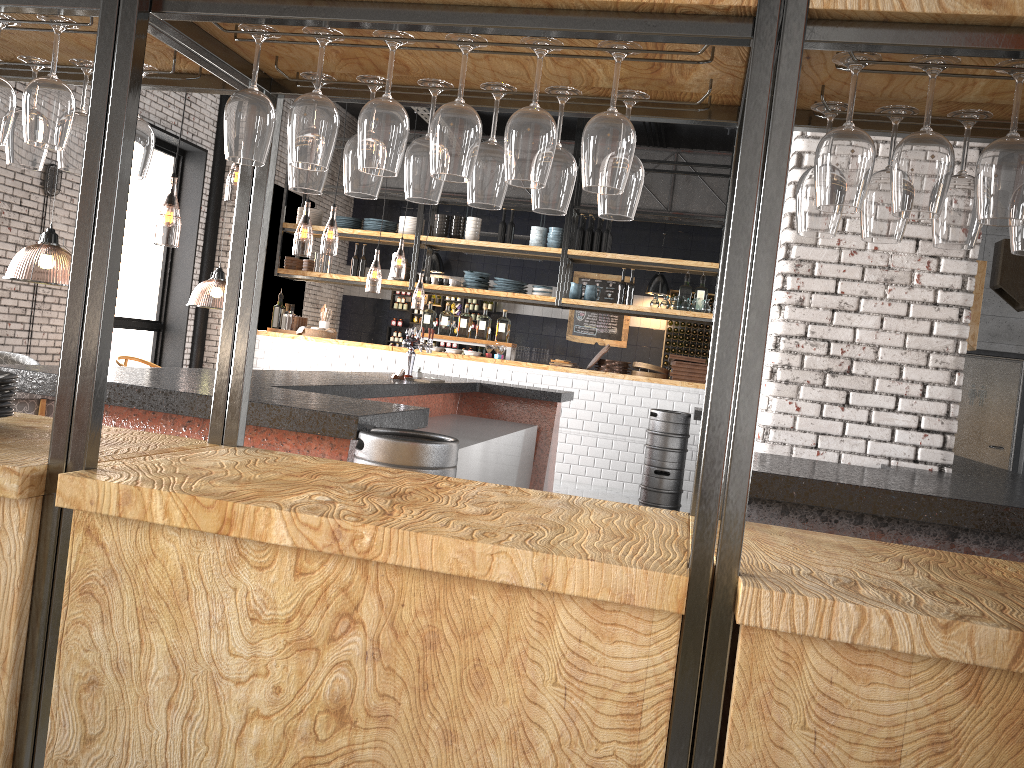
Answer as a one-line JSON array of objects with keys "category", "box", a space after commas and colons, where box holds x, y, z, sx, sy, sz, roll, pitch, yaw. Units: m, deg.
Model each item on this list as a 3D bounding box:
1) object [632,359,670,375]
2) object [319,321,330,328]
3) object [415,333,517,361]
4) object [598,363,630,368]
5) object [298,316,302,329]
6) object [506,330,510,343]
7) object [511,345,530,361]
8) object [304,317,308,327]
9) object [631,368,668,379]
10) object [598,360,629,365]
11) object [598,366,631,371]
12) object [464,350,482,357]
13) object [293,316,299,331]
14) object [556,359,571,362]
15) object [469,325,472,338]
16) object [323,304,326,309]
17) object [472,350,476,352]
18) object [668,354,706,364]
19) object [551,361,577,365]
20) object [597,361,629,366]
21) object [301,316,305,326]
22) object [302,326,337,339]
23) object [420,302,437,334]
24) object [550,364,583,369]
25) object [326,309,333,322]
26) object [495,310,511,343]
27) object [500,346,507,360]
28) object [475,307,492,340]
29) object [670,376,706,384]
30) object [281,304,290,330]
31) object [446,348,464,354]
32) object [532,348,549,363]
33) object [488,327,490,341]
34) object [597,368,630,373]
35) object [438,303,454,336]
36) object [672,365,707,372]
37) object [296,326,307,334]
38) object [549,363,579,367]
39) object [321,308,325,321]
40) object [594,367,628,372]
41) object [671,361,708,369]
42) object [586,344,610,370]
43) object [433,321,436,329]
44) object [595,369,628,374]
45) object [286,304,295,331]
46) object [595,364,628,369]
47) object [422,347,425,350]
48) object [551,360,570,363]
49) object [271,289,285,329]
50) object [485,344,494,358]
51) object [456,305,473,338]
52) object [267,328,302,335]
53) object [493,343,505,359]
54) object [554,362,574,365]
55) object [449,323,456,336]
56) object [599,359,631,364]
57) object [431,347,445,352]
[{"category": "object", "box": [1.646, -0.195, 10.514, 0.439, 0.154, 0.437, 6, 2, -32]}, {"category": "object", "box": [-2.413, -0.702, 11.383, 0.129, 0.204, 0.129, 6, 1, -43]}, {"category": "object", "box": [-0.608, -0.301, 11.092, 1.250, 0.551, 0.315, 7, 1, 11]}, {"category": "object", "box": [1.201, -0.226, 10.641, 0.457, 0.019, 0.407, 6, 2, -36]}, {"category": "object", "box": [-2.752, -0.757, 11.451, 0.056, 0.249, 0.056, 7, 1, -26]}, {"category": "object", "box": [-0.046, -0.587, 10.897, 0.034, 0.164, 0.061, 7, 1, 44]}, {"category": "object", "box": [0.106, -0.375, 10.792, 0.181, 0.168, 0.170, 7, 1, 21]}, {"category": "object", "box": [-2.717, -0.758, 11.621, 0.056, 0.249, 0.056, 7, 1, -26]}, {"category": "object", "box": [1.634, -0.129, 10.513, 0.437, 0.097, 0.436, 8, 2, 36]}, {"category": "object", "box": [1.226, -0.256, 10.639, 0.406, 0.019, 0.459, 5, 2, -45]}, {"category": "object", "box": [1.208, -0.193, 10.642, 0.458, 0.019, 0.407, 6, 2, -20]}, {"category": "object", "box": [-0.476, -0.369, 10.726, 0.216, 0.060, 0.324, 7, 2, 11]}, {"category": "object", "box": [-2.769, -0.757, 11.366, 0.056, 0.249, 0.056, 7, 1, -26]}, {"category": "object", "box": [0.629, -0.276, 10.561, 0.184, 0.011, 0.254, 8, 2, 33]}, {"category": "object", "box": [-0.517, -0.648, 11.019, 0.031, 0.164, 0.046, 7, 1, 36]}, {"category": "object", "box": [-2.418, -0.888, 11.436, 0.017, 0.289, 0.090, 6, 1, -42]}, {"category": "object", "box": [-0.457, -0.394, 10.630, 0.039, 0.021, 0.203, 7, 2, -12]}, {"category": "object", "box": [2.036, -0.273, 10.357, 0.406, 0.094, 0.636, 7, 2, 9]}, {"category": "object", "box": [0.649, -0.257, 10.721, 0.230, 0.016, 0.556, 7, 2, 17]}, {"category": "object", "box": [1.230, -0.239, 10.637, 0.406, 0.019, 0.459, 6, 2, -36]}, {"category": "object", "box": [-2.735, -0.758, 11.536, 0.056, 0.249, 0.056, 7, 1, -26]}, {"category": "object", "box": [-2.446, -0.653, 11.264, 0.436, 0.156, 0.420, 6, 2, -16]}, {"category": "object", "box": [-1.046, -0.837, 11.189, 0.154, 0.404, 0.154, 7, 1, 11]}, {"category": "object", "box": [0.678, -0.209, 10.671, 0.457, 0.019, 0.407, 6, 2, -37]}, {"category": "object", "box": [-2.370, -0.787, 11.374, 0.124, 0.358, 0.076, 7, 1, 27]}, {"category": "object", "box": [-0.106, -0.719, 10.996, 0.154, 0.404, 0.154, 7, 1, 11]}, {"category": "object", "box": [-0.129, -0.381, 10.744, 0.122, 0.165, 0.112, 6, 1, -24]}, {"category": "object", "box": [-0.348, -0.749, 11.042, 0.154, 0.404, 0.154, 7, 1, 11]}, {"category": "object", "box": [2.073, -0.047, 10.411, 0.405, 0.044, 0.636, 7, 2, 7]}, {"category": "object", "box": [-2.902, -0.848, 11.403, 0.070, 0.368, 0.107, 7, 1, 10]}, {"category": "object", "box": [-0.699, -0.395, 10.789, 0.216, 0.055, 0.324, 7, 2, 11]}, {"category": "object", "box": [0.345, -0.348, 10.837, 0.181, 0.168, 0.170, 7, 1, -9]}, {"category": "object", "box": [-0.281, -0.617, 10.948, 0.024, 0.164, 0.062, 7, 1, 2]}, {"category": "object", "box": [1.230, -0.158, 10.629, 0.406, 0.019, 0.458, 6, 2, -16]}, {"category": "object", "box": [-0.822, -0.809, 11.134, 0.154, 0.404, 0.154, 7, 1, 11]}, {"category": "object", "box": [2.088, -0.178, 10.410, 0.405, 0.044, 0.636, 7, 2, 12]}, {"category": "object", "box": [-2.580, -0.670, 11.241, 0.283, 0.111, 0.187, 5, 2, -42]}, {"category": "object", "box": [0.645, -0.231, 10.725, 0.277, 0.019, 0.513, 7, 2, 16]}, {"category": "object", "box": [-2.440, -0.805, 11.409, 0.087, 0.356, 0.026, 7, 1, 34]}, {"category": "object", "box": [1.213, -0.176, 10.641, 0.459, 0.019, 0.406, 8, 2, 40]}, {"category": "object", "box": [2.094, -0.222, 10.409, 0.405, 0.044, 0.636, 7, 2, 5]}, {"category": "object", "box": [1.033, -0.322, 10.569, 0.242, 0.338, 0.488, 7, 1, -3]}, {"category": "object", "box": [-0.978, -0.705, 11.090, 0.032, 0.164, 0.080, 7, 1, -17]}, {"category": "object", "box": [1.214, -0.144, 10.640, 0.406, 0.019, 0.459, 5, 2, -43]}, {"category": "object", "box": [-2.838, -0.840, 11.391, 0.070, 0.368, 0.107, 7, 1, 10]}, {"category": "object", "box": [1.182, -0.212, 10.633, 0.407, 0.019, 0.458, 8, 2, 25]}, {"category": "object", "box": [-1.161, -0.453, 10.874, 0.216, 0.055, 0.324, 7, 2, 11]}, {"category": "object", "box": [0.603, -0.271, 10.635, 0.172, 0.010, 0.368, 8, 2, 21]}, {"category": "object", "box": [-2.994, -0.953, 11.409, 0.106, 0.554, 0.157, 7, 1, 10]}, {"category": "object", "box": [-0.278, -0.398, 10.717, 0.112, 0.165, 0.122, 6, 1, -45]}, {"category": "object", "box": [-0.584, -0.779, 11.094, 0.154, 0.404, 0.154, 7, 1, 11]}, {"category": "object", "box": [-2.893, -0.673, 11.504, 0.411, 0.050, 0.411, 7, 2, 11]}, {"category": "object", "box": [-0.163, -0.393, 10.622, 0.128, 0.189, 0.123, 7, 1, 20]}, {"category": "object", "box": [0.639, -0.244, 10.721, 0.215, 0.013, 0.521, 7, 2, 7]}, {"category": "object", "box": [-0.743, -0.676, 11.059, 0.077, 0.164, 0.039, 6, 1, -34]}, {"category": "object", "box": [1.210, -0.274, 10.641, 0.457, 0.019, 0.407, 6, 2, -32]}, {"category": "object", "box": [-0.936, -0.426, 10.815, 0.216, 0.059, 0.324, 7, 2, 11]}]
